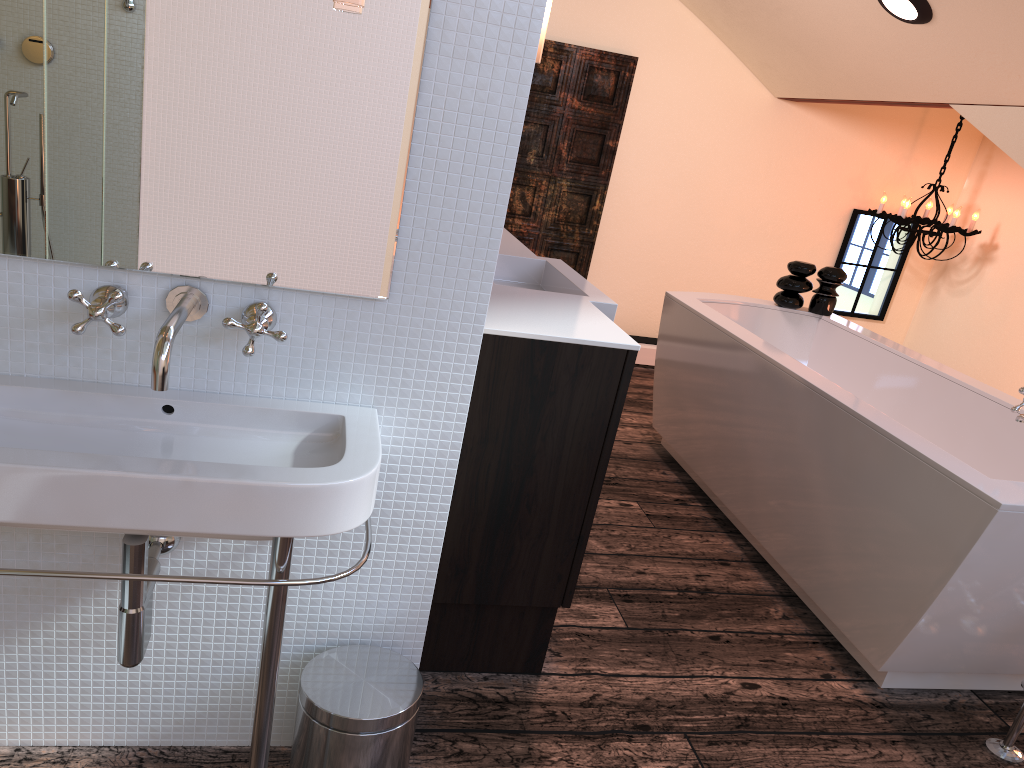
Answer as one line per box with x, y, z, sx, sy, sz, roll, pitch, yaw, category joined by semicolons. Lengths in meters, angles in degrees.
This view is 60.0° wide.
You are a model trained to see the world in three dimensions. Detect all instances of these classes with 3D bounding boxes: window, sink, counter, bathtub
2.160;-0.793;5.376;0.449;0.710;0.045;6;21;-13;window
-0.583;0.434;1.408;0.681;0.795;0.341;6;20;-13;sink
-0.068;-0.282;2.675;0.442;0.300;1.831;6;19;-13;counter
1.153;0.266;3.076;0.799;0.702;2.186;6;19;-13;bathtub

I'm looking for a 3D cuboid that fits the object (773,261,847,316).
1.284;-0.465;3.828;0.275;0.231;0.155;16;20;15;object

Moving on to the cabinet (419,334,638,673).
-0.153;0.020;2.782;0.386;0.934;1.831;6;19;-13;cabinet

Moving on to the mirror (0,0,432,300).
-0.378;-0.777;1.125;0.604;1.293;0.011;6;21;-13;mirror

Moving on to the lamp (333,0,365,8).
-0.188;-0.736;1.127;0.131;0.370;0.082;6;21;-13;lamp

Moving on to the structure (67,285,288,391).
-0.475;-0.086;1.271;0.298;0.124;0.233;6;19;-13;structure

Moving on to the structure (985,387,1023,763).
1.334;0.417;2.140;0.384;1.134;0.547;11;20;0;structure

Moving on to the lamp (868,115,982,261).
2.350;-1.335;4.815;0.541;1.139;0.608;10;20;-3;lamp

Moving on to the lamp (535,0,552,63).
0.047;-0.870;1.655;0.083;0.370;0.129;6;21;-13;lamp

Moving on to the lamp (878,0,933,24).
1.348;-1.465;3.054;0.214;0.131;0.243;5;20;-18;lamp

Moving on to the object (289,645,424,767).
-0.290;0.723;1.620;0.221;0.310;0.222;27;25;38;object
